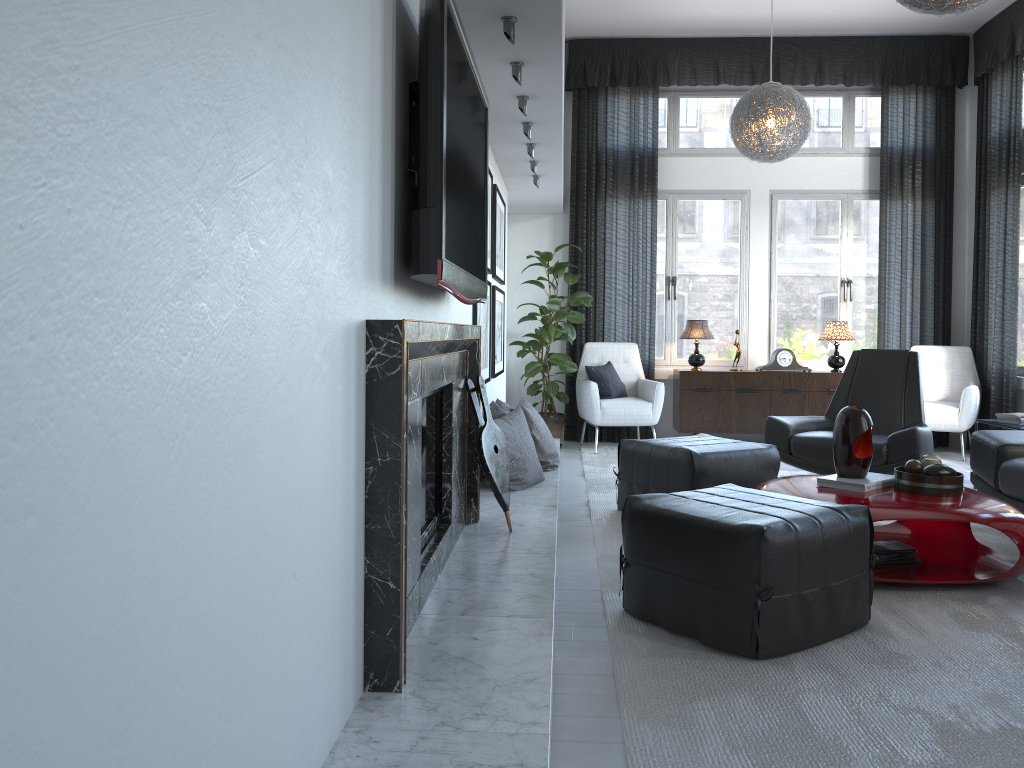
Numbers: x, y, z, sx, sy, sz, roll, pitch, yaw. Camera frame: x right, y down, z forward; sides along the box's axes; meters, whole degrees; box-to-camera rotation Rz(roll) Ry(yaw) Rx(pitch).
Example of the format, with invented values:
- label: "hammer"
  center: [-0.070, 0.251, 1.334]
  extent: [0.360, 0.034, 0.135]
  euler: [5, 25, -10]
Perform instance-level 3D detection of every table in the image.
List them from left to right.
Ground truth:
- label: "table"
  center: [1.452, 0.549, 3.486]
  extent: [0.942, 0.300, 0.940]
  euler: [1, 3, 3]
- label: "table"
  center: [2.988, 0.431, 4.888]
  extent: [0.593, 0.410, 0.594]
  euler: [1, 3, 3]

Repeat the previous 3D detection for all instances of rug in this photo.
- label: "rug"
  center: [1.790, 0.724, 3.053]
  extent: [2.954, 0.032, 7.780]
  euler: [1, 3, 3]

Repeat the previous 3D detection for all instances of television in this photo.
- label: "television"
  center: [-0.184, -0.613, 2.631]
  extent: [0.129, 0.751, 1.160]
  euler: [1, 3, 4]

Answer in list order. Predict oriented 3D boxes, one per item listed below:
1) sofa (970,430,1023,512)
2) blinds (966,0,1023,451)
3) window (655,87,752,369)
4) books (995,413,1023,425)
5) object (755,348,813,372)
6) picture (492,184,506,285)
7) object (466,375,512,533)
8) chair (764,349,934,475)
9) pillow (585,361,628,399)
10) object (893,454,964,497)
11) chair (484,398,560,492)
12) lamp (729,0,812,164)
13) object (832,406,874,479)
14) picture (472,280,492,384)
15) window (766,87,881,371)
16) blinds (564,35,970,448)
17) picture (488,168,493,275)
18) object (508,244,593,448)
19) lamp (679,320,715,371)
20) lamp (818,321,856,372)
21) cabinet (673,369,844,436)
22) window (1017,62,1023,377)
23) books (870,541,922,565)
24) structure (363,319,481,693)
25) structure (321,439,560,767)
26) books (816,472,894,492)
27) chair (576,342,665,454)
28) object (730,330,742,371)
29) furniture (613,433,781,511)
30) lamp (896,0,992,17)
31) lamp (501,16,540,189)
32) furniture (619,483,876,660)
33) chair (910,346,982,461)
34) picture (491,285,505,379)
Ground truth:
- label: "sofa"
  center: [2.669, 0.403, 3.437]
  extent: [0.936, 0.616, 1.907]
  euler: [1, 3, 3]
- label: "blinds"
  center: [3.547, -1.034, 5.468]
  extent: [0.189, 3.274, 3.216]
  euler: [1, 2, 3]
- label: "window"
  center: [1.326, -1.285, 7.333]
  extent: [1.268, 2.321, 0.133]
  euler: [1, 1, 3]
- label: "books"
  center: [2.878, 0.197, 5.035]
  extent: [0.215, 0.050, 0.161]
  euler: [-1, 3, -24]
- label: "object"
  center: [2.132, -0.190, 6.962]
  extent: [0.406, 0.180, 0.181]
  euler: [1, 2, 3]
- label: "picture"
  center: [-0.075, -0.880, 5.347]
  extent: [0.020, 0.522, 0.792]
  euler: [1, 3, 3]
- label: "object"
  center: [-0.077, 0.258, 3.334]
  extent: [0.175, 0.580, 0.196]
  euler: [0, 1, -16]
- label: "chair"
  center: [1.936, 0.214, 4.887]
  extent: [0.841, 0.810, 0.805]
  euler: [2, 3, 41]
- label: "pillow"
  center: [0.737, -0.027, 6.871]
  extent: [0.253, 0.295, 0.357]
  euler: [2, 3, 30]
- label: "object"
  center: [1.591, 0.344, 3.387]
  extent: [0.243, 0.133, 0.242]
  euler: [3, 4, 41]
- label: "chair"
  center: [0.060, 0.283, 4.748]
  extent: [0.391, 0.431, 1.338]
  euler: [1, 3, 4]
- label: "lamp"
  center: [1.694, -2.093, 5.791]
  extent: [0.512, 1.305, 0.515]
  euler: [1, 1, -2]
- label: "object"
  center: [1.347, 0.228, 3.502]
  extent: [0.151, 0.280, 0.153]
  euler: [2, 2, 43]
- label: "picture"
  center: [-0.144, -0.255, 4.318]
  extent: [0.020, 0.522, 0.792]
  euler: [1, 3, 3]
- label: "window"
  center: [2.742, -1.267, 7.251]
  extent: [1.268, 2.321, 0.133]
  euler: [1, 1, 3]
- label: "blinds"
  center: [2.024, -1.147, 7.163]
  extent: [3.212, 3.275, 0.189]
  euler: [1, 1, 3]
- label: "picture"
  center: [-0.136, -0.820, 4.308]
  extent: [0.020, 0.522, 0.792]
  euler: [1, 3, 3]
- label: "object"
  center: [0.301, -0.292, 6.809]
  extent: [0.639, 1.588, 0.937]
  euler: [-1, 2, -41]
- label: "lamp"
  center: [1.457, -0.306, 6.986]
  extent: [0.280, 0.397, 0.281]
  euler: [2, 2, 29]
- label: "lamp"
  center: [2.536, -0.292, 6.924]
  extent: [0.280, 0.397, 0.281]
  euler: [2, 2, 29]
- label: "cabinet"
  center: [2.002, 0.203, 7.010]
  extent: [1.399, 0.612, 0.386]
  euler: [1, 2, 3]
- label: "window"
  center: [3.732, -1.194, 6.155]
  extent: [0.133, 2.321, 1.269]
  euler: [1, 2, 3]
- label: "books"
  center: [1.458, 0.665, 3.505]
  extent: [0.272, 0.054, 0.204]
  euler: [-1, 3, -21]
- label: "structure"
  center: [-0.434, 0.277, 2.666]
  extent: [0.520, 0.923, 1.689]
  euler: [1, 3, 3]
- label: "structure"
  center: [-0.069, 0.655, 2.643]
  extent: [0.393, 0.135, 7.217]
  euler: [1, 3, 3]
- label: "books"
  center: [1.373, 0.383, 3.502]
  extent: [0.306, 0.030, 0.201]
  euler: [-2, 4, -42]
- label: "chair"
  center: [0.822, 0.091, 6.872]
  extent: [0.594, 0.823, 0.613]
  euler: [0, 2, -7]
- label: "object"
  center: [1.770, -0.267, 6.997]
  extent: [0.096, 0.324, 0.096]
  euler: [1, 1, 3]
- label: "furniture"
  center: [0.895, 0.462, 4.329]
  extent: [0.599, 0.378, 0.614]
  euler: [-1, 3, -33]
- label: "lamp"
  center: [1.537, -1.935, 3.050]
  extent: [0.515, 1.305, 0.513]
  euler: [1, 1, -2]
- label: "lamp"
  center: [0.031, -1.157, 3.507]
  extent: [0.053, 0.081, 4.259]
  euler: [1, 3, 3]
- label: "furniture"
  center: [0.723, 0.551, 2.781]
  extent: [0.614, 0.378, 0.599]
  euler: [-2, 3, -38]
- label: "chair"
  center: [3.209, 0.123, 6.719]
  extent: [0.594, 0.823, 0.613]
  euler: [2, 2, 33]
- label: "picture"
  center: [-0.081, -0.314, 5.357]
  extent: [0.020, 0.522, 0.792]
  euler: [1, 3, 3]
